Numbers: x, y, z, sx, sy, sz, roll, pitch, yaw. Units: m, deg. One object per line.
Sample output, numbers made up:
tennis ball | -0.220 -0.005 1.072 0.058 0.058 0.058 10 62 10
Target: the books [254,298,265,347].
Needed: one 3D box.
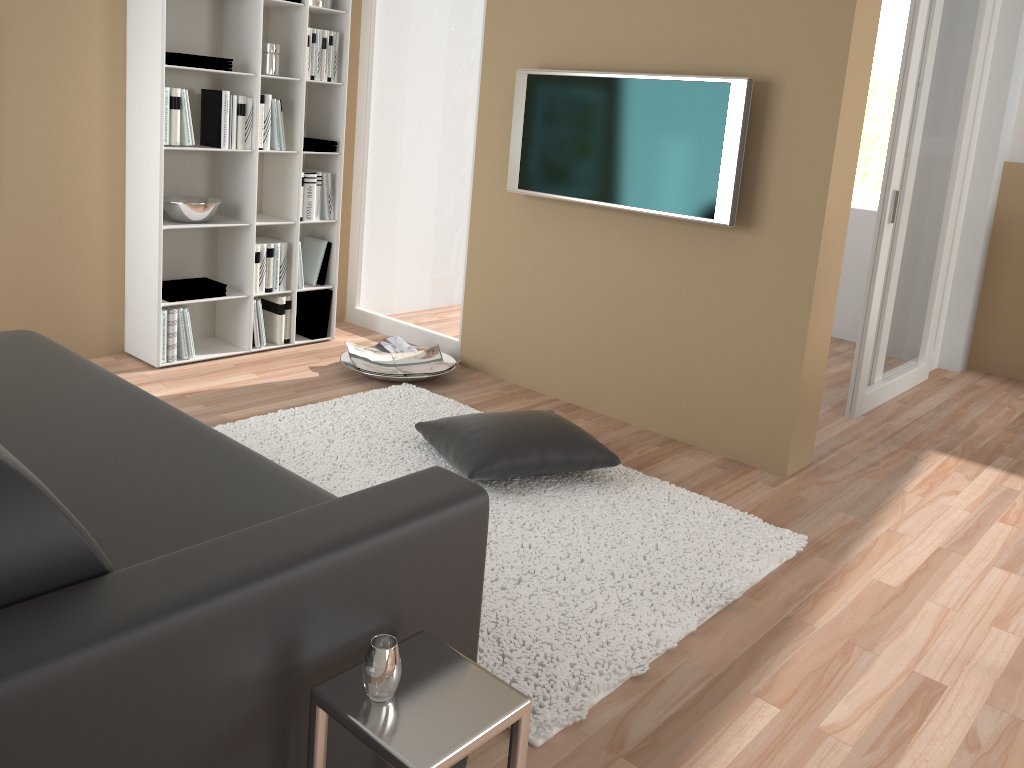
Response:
books | -1.376 -0.339 4.634 0.211 0.252 0.058 16 15 40

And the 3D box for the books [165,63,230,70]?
books | -1.517 -1.505 4.172 0.214 0.006 0.300 19 22 38

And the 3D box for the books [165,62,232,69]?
books | -1.516 -1.511 4.171 0.214 0.006 0.300 19 22 38

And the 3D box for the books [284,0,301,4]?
books | -1.242 -1.926 4.422 0.301 0.007 0.213 17 20 34

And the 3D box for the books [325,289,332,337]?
books | -1.097 -0.416 4.958 0.222 0.268 0.032 16 15 40

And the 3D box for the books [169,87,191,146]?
books | -1.581 -1.259 4.136 0.211 0.254 0.060 16 15 40

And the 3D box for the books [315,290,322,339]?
books | -1.140 -0.404 4.908 0.220 0.266 0.032 16 15 40

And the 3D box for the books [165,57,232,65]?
books | -1.513 -1.532 4.166 0.214 0.006 0.300 19 22 39

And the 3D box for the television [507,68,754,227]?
television | 0.453 -1.047 3.795 1.194 0.565 0.055 18 16 39

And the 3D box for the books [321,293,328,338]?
books | -1.115 -0.413 4.944 0.217 0.264 0.032 16 15 40

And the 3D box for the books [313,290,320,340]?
books | -1.151 -0.400 4.896 0.215 0.263 0.032 16 15 40

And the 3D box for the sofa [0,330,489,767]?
sofa | -1.186 0.190 2.039 2.296 0.815 0.961 18 19 39

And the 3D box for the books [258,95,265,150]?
books | -1.329 -1.328 4.446 0.211 0.266 0.054 16 15 40

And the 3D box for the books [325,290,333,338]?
books | -1.094 -0.415 4.963 0.214 0.263 0.032 16 15 40

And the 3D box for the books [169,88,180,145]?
books | -1.612 -1.250 4.098 0.211 0.253 0.040 16 15 40

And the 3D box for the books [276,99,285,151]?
books | -1.245 -1.339 4.535 0.211 0.252 0.058 16 15 40

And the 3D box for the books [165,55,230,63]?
books | -1.516 -1.538 4.169 0.214 0.007 0.300 18 22 38

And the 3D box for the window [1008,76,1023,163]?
window | 4.490 -1.758 4.116 3.695 1.756 0.045 18 16 39

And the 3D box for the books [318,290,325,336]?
books | -1.130 -0.408 4.921 0.222 0.268 0.032 16 15 40

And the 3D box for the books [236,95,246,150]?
books | -1.390 -1.300 4.356 0.211 0.253 0.040 16 15 40

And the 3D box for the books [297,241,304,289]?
books | -1.201 -0.658 4.763 0.211 0.254 0.060 16 15 40

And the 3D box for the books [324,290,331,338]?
books | -1.101 -0.413 4.955 0.214 0.263 0.032 16 15 40

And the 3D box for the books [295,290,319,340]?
books | -1.156 -0.399 4.893 0.214 0.263 0.032 16 15 40

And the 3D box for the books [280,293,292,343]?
books | -1.269 -0.369 4.760 0.211 0.253 0.040 16 15 40

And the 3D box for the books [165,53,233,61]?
books | -1.510 -1.548 4.166 0.214 0.007 0.300 19 22 38

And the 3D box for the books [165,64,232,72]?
books | -1.517 -1.500 4.172 0.214 0.007 0.300 19 22 38

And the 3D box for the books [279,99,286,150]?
books | -1.245 -1.348 4.558 0.211 0.252 0.058 16 15 40

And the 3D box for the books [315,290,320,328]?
books | -1.151 -0.404 4.903 0.217 0.264 0.032 16 15 40

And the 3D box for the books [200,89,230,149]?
books | -1.448 -1.295 4.296 0.211 0.269 0.040 16 15 40

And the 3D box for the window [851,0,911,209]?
window | 4.699 -4.194 11.116 12.166 5.824 2.110 12 13 23

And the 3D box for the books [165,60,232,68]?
books | -1.517 -1.516 4.169 0.213 0.006 0.301 18 21 36

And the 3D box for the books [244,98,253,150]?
books | -1.368 -1.305 4.392 0.211 0.246 0.040 16 15 40

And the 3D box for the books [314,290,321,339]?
books | -1.147 -0.404 4.907 0.217 0.264 0.032 16 15 40

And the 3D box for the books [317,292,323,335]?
books | -1.137 -0.404 4.913 0.214 0.263 0.032 16 15 40

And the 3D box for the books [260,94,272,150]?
books | -1.299 -1.338 4.482 0.211 0.269 0.040 16 15 40

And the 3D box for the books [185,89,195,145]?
books | -1.574 -1.266 4.161 0.211 0.252 0.058 16 15 40

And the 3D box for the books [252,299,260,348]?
books | -1.396 -0.337 4.617 0.211 0.254 0.060 16 15 40

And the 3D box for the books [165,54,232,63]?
books | -1.516 -1.543 4.168 0.214 0.007 0.300 18 22 38

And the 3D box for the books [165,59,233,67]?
books | -1.514 -1.522 4.170 0.214 0.006 0.300 19 22 38

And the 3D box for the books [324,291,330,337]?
books | -1.105 -0.412 4.951 0.214 0.263 0.032 16 15 40

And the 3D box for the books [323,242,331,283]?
books | -1.100 -0.691 4.924 0.222 0.237 0.043 17 16 40

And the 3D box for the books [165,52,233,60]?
books | -1.510 -1.554 4.167 0.214 0.006 0.300 19 22 38

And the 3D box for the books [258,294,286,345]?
books | -1.292 -0.361 4.726 0.211 0.253 0.040 16 15 40

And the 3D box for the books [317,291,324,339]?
books | -1.134 -0.404 4.917 0.214 0.263 0.032 16 15 40

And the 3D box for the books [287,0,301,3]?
books | -1.240 -1.931 4.422 0.301 0.006 0.213 17 20 34

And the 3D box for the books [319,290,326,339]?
books | -1.123 -0.407 4.930 0.214 0.263 0.032 16 15 40

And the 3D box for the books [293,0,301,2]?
books | -1.240 -1.937 4.421 0.301 0.006 0.213 17 20 34

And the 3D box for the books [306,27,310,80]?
books | -1.118 -1.712 4.554 0.211 0.253 0.021 16 15 40

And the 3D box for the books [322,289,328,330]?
books | -1.118 -0.412 4.940 0.217 0.264 0.032 16 15 40

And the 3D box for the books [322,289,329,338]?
books | -1.107 -0.413 4.945 0.220 0.266 0.032 16 15 40

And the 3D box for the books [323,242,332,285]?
books | -1.095 -0.690 4.930 0.214 0.233 0.043 17 16 40

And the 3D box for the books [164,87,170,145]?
books | -1.647 -1.243 4.066 0.211 0.253 0.040 16 15 40

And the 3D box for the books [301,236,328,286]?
books | -1.125 -0.688 4.899 0.211 0.240 0.086 16 16 40

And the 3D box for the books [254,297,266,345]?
books | -1.377 -0.348 4.657 0.211 0.252 0.058 16 15 40

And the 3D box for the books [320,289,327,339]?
books | -1.118 -0.408 4.933 0.215 0.263 0.032 16 15 40

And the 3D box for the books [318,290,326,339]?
books | -1.126 -0.407 4.926 0.214 0.263 0.032 16 15 40

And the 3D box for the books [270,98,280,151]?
books | -1.265 -1.337 4.518 0.211 0.254 0.060 16 15 40

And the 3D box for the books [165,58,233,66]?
books | -1.514 -1.527 4.169 0.214 0.006 0.300 19 22 38

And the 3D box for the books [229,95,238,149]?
books | -1.421 -1.294 4.328 0.211 0.253 0.040 16 15 40
